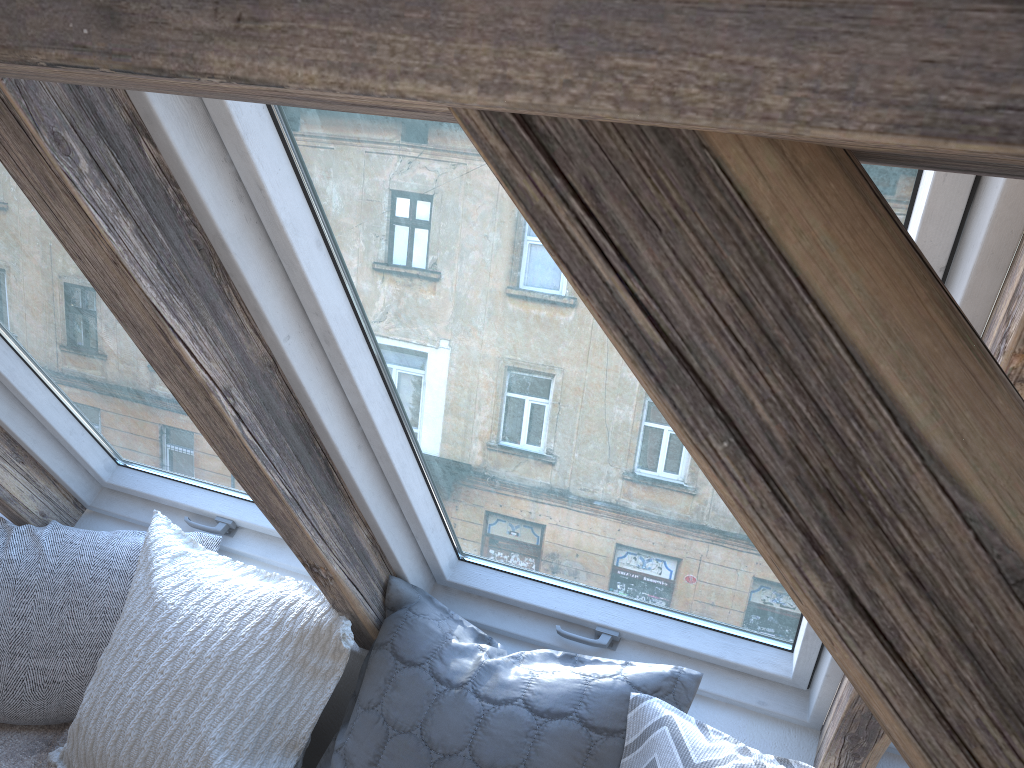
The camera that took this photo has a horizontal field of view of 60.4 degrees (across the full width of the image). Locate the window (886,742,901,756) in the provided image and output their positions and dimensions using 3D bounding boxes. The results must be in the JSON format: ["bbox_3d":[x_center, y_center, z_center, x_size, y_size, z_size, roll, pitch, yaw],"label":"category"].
[{"bbox_3d":[0.927,0.174,0.840,0.848,1.322,1.068,13,17,20],"label":"window"}]

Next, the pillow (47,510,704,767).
[{"bbox_3d":[-0.346,0.670,1.681,1.261,0.584,0.456,12,17,20],"label":"pillow"}]

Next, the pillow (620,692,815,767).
[{"bbox_3d":[0.644,0.908,1.296,1.141,0.553,0.490,13,17,24],"label":"pillow"}]

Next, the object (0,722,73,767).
[{"bbox_3d":[-0.725,1.055,0.896,3.158,0.058,2.135,12,13,20],"label":"object"}]

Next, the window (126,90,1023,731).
[{"bbox_3d":[0.081,0.003,1.138,0.848,1.322,1.068,13,17,20],"label":"window"}]

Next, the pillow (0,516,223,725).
[{"bbox_3d":[-1.253,0.516,2.037,1.128,0.544,0.422,10,17,12],"label":"pillow"}]

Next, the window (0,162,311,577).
[{"bbox_3d":[-0.764,-0.167,1.436,0.848,1.322,1.068,13,17,20],"label":"window"}]
